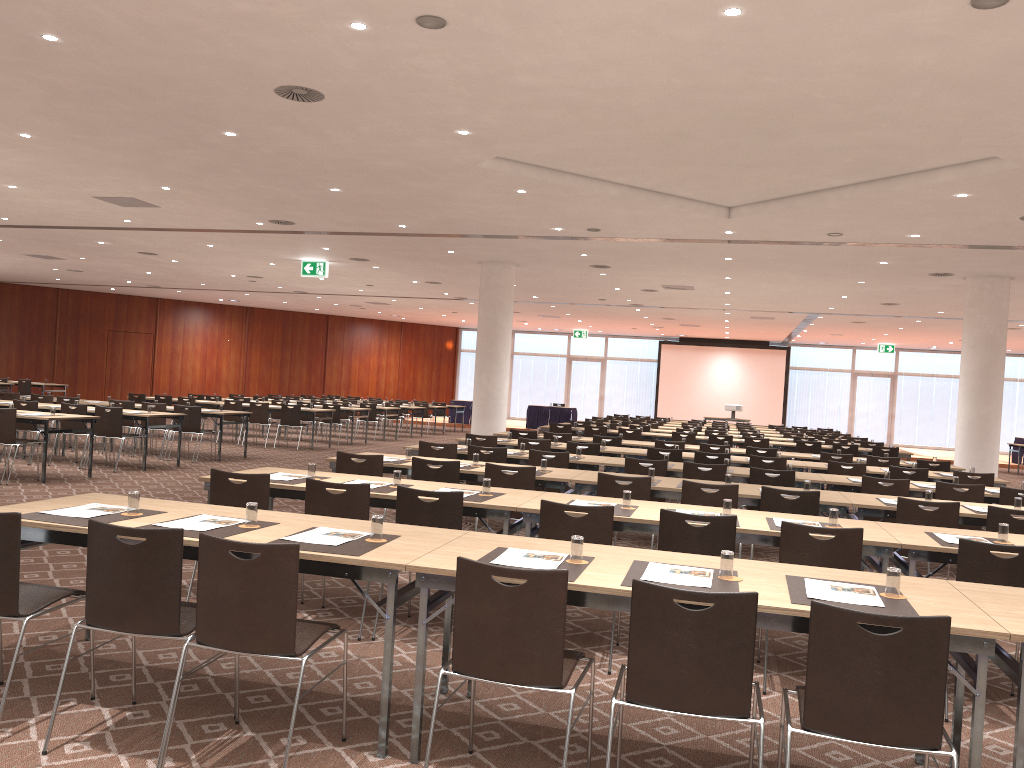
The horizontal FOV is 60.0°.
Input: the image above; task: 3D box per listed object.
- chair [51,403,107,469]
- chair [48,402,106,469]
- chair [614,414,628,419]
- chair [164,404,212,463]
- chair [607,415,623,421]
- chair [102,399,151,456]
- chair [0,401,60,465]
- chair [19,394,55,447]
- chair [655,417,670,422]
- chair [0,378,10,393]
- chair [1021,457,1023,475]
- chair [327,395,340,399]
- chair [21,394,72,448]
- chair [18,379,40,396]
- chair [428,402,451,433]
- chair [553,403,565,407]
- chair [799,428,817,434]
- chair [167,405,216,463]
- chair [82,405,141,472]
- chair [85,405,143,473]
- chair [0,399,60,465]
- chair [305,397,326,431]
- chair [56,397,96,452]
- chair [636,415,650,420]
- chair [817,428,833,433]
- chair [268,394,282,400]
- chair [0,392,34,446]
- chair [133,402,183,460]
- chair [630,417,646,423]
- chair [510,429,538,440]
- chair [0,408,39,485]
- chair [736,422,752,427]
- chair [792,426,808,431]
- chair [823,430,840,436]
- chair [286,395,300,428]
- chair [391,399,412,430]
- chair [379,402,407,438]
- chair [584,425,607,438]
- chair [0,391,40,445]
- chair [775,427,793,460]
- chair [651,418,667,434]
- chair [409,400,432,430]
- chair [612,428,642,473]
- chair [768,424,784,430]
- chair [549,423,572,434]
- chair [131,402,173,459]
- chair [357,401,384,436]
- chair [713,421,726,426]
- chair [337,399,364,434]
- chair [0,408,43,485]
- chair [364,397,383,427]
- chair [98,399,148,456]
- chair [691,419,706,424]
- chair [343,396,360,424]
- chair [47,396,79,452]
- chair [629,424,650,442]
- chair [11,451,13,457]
[{"bbox_3d":[-6.463,0.756,13.268,0.535,0.939,0.614,4,0,13],"label":"chair"},{"bbox_3d":[-6.468,0.756,13.270,0.535,0.939,0.614,4,0,11],"label":"chair"},{"bbox_3d":[3.299,1.385,26.812,0.535,0.939,0.614,4,0,16],"label":"chair"},{"bbox_3d":[-5.439,0.823,14.958,0.535,0.939,0.614,4,0,11],"label":"chair"},{"bbox_3d":[2.872,1.355,24.901,0.535,0.939,0.614,4,0,11],"label":"chair"},{"bbox_3d":[-6.650,0.749,15.371,0.535,0.939,0.614,4,0,13],"label":"chair"},{"bbox_3d":[-7.219,0.710,13.331,0.535,0.939,0.614,4,0,16],"label":"chair"},{"bbox_3d":[-8.245,0.651,15.712,0.535,0.939,0.614,4,0,13],"label":"chair"},{"bbox_3d":[4.478,1.458,26.492,0.535,0.939,0.614,4,0,11],"label":"chair"},{"bbox_3d":[-14.224,0.298,24.872,0.535,0.939,0.614,4,0,15],"label":"chair"},{"bbox_3d":[14.245,2.057,24.085,0.535,0.939,0.614,4,0,16],"label":"chair"},{"bbox_3d":[-5.775,0.828,28.920,0.535,0.939,0.614,4,0,11],"label":"chair"},{"bbox_3d":[-8.213,0.653,15.705,0.535,0.939,0.614,4,0,13],"label":"chair"},{"bbox_3d":[-13.544,0.340,24.834,0.535,0.939,0.614,4,0,14],"label":"chair"},{"bbox_3d":[-2.270,1.043,28.074,0.535,0.939,0.614,4,0,14],"label":"chair"},{"bbox_3d":[1.620,1.163,31.770,0.535,0.939,0.614,4,0,16],"label":"chair"},{"bbox_3d":[7.844,1.661,23.621,0.535,0.939,0.614,4,0,14],"label":"chair"},{"bbox_3d":[-5.361,0.827,14.940,0.535,0.939,0.614,4,0,13],"label":"chair"},{"bbox_3d":[-5.875,0.792,13.082,0.535,0.939,0.614,4,0,13],"label":"chair"},{"bbox_3d":[-5.831,0.795,13.072,0.535,0.939,0.614,4,0,16],"label":"chair"},{"bbox_3d":[-7.210,0.710,13.329,0.535,0.939,0.614,4,0,14],"label":"chair"},{"bbox_3d":[-5.381,0.845,24.793,0.535,0.939,0.614,4,0,11],"label":"chair"},{"bbox_3d":[-7.678,0.685,15.499,0.535,0.939,0.614,4,0,14],"label":"chair"},{"bbox_3d":[3.934,1.424,26.702,0.535,0.939,0.614,4,0,15],"label":"chair"},{"bbox_3d":[8.938,1.732,25.415,0.535,0.939,0.614,4,0,16],"label":"chair"},{"bbox_3d":[-6.677,0.765,25.167,0.535,0.939,0.614,4,0,11],"label":"chair"},{"bbox_3d":[-8.940,0.608,15.804,0.535,0.939,0.614,4,0,16],"label":"chair"},{"bbox_3d":[-6.028,0.787,15.177,0.535,0.939,0.614,4,0,14],"label":"chair"},{"bbox_3d":[3.482,1.393,24.675,0.535,0.939,0.614,4,0,13],"label":"chair"},{"bbox_3d":[0.188,1.168,13.676,0.535,0.939,0.614,4,0,13],"label":"chair"},{"bbox_3d":[-6.397,0.756,11.195,0.535,0.939,0.614,4,0,15],"label":"chair"},{"bbox_3d":[6.778,1.599,26.015,0.535,0.939,0.614,4,0,16],"label":"chair"},{"bbox_3d":[8.276,1.691,25.654,0.535,0.939,0.614,4,0,12],"label":"chair"},{"bbox_3d":[8.426,1.696,23.517,0.535,0.939,0.614,4,0,13],"label":"chair"},{"bbox_3d":[-6.092,0.801,24.882,0.535,0.939,0.614,4,0,16],"label":"chair"},{"bbox_3d":[-3.490,0.968,28.368,0.535,0.939,0.614,4,0,12],"label":"chair"},{"bbox_3d":[-3.219,0.977,24.188,0.535,0.939,0.614,4,0,16],"label":"chair"},{"bbox_3d":[1.602,1.262,16.978,0.535,0.939,0.614,4,0,14],"label":"chair"},{"bbox_3d":[-8.827,0.615,15.777,0.535,0.939,0.614,4,0,15],"label":"chair"},{"bbox_3d":[7.281,1.626,23.836,0.535,0.939,0.614,4,0,15],"label":"chair"},{"bbox_3d":[4.053,1.428,24.573,0.535,0.939,0.614,4,0,16],"label":"chair"},{"bbox_3d":[-2.881,1.006,28.305,0.535,0.939,0.614,4,0,16],"label":"chair"},{"bbox_3d":[2.217,1.300,16.750,0.535,0.939,0.614,4,0,14],"label":"chair"},{"bbox_3d":[7.625,1.651,25.732,0.535,0.939,0.614,4,0,12],"label":"chair"},{"bbox_3d":[0.946,1.222,17.093,0.535,0.939,0.614,4,0,15],"label":"chair"},{"bbox_3d":[-6.076,0.784,15.188,0.535,0.939,0.614,4,0,11],"label":"chair"},{"bbox_3d":[-3.867,0.938,24.428,0.535,0.939,0.614,4,0,16],"label":"chair"},{"bbox_3d":[6.106,1.558,26.099,0.535,0.939,0.614,4,0,13],"label":"chair"},{"bbox_3d":[-4.458,0.901,24.631,0.535,0.939,0.614,4,0,14],"label":"chair"},{"bbox_3d":[-6.330,0.761,11.179,0.535,0.939,0.614,4,0,13],"label":"chair"},{"bbox_3d":[-4.403,0.913,28.733,0.535,0.939,0.614,4,0,12],"label":"chair"},{"bbox_3d":[-6.715,0.745,15.387,0.535,0.939,0.614,4,0,16],"label":"chair"},{"bbox_3d":[5.517,1.522,26.277,0.535,0.939,0.614,4,0,14],"label":"chair"},{"bbox_3d":[-5.112,0.869,28.844,0.535,0.939,0.614,4,0,12],"label":"chair"},{"bbox_3d":[-7.676,0.685,15.499,0.535,0.939,0.614,4,0,11],"label":"chair"},{"bbox_3d":[2.695,1.333,18.772,0.535,0.939,0.614,4,0,15],"label":"chair"},{"bbox_3d":[-8.134,0.654,13.672,0.535,0.939,0.614,4,0,13],"label":"chair"}]
